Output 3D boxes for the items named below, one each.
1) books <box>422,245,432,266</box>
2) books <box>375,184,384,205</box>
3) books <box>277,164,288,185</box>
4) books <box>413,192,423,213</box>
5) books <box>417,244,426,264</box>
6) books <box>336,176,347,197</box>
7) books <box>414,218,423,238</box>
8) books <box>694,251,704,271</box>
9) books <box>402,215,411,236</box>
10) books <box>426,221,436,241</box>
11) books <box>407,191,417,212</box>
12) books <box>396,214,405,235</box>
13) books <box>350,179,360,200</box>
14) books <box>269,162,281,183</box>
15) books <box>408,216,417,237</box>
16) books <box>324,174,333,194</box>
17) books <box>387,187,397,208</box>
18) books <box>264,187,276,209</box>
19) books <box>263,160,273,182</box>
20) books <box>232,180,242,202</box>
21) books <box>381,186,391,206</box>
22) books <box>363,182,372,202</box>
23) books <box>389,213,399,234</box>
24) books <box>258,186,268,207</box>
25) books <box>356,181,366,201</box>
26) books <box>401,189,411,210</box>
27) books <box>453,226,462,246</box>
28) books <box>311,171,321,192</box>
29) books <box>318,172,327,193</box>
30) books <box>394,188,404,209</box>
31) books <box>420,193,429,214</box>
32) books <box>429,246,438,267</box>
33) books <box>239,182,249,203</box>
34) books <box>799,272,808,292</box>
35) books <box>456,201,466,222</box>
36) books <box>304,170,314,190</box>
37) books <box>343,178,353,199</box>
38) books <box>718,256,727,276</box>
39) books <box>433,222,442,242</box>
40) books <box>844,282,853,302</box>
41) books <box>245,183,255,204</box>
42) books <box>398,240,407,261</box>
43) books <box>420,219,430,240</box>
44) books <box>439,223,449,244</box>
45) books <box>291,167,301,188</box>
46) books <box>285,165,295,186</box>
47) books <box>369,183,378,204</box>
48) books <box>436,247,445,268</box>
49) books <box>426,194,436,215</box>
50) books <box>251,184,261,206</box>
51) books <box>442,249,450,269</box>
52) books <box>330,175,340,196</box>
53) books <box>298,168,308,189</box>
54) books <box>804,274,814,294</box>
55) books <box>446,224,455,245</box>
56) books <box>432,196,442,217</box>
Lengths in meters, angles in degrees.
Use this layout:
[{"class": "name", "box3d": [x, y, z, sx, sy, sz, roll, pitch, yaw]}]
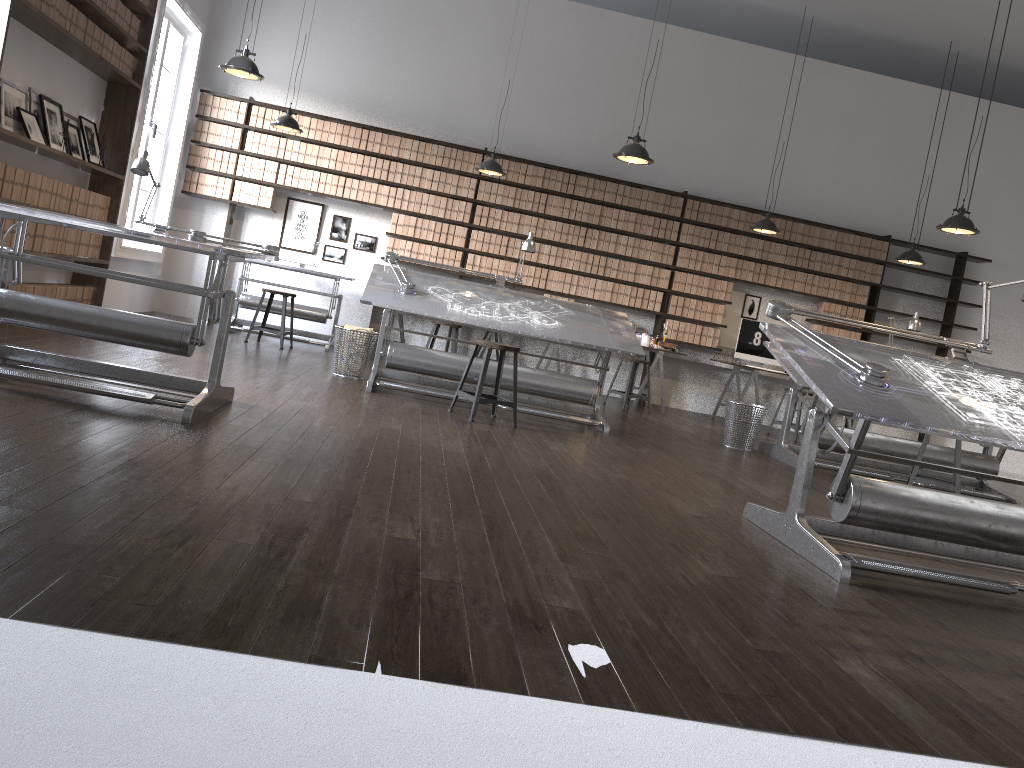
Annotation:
[{"class": "books", "box3d": [-0.943, -1.426, 9.833, 0.066, 0.225, 0.175, 11, 3, -7]}, {"class": "books", "box3d": [-1.454, -2.071, 9.752, 0.066, 0.225, 0.175, 11, 3, -7]}, {"class": "books", "box3d": [-2.490, -2.265, 9.635, 0.066, 0.225, 0.175, 11, 3, -7]}, {"class": "books", "box3d": [-1.037, -2.000, 9.798, 0.066, 0.225, 0.175, 11, 3, -7]}, {"class": "books", "box3d": [-1.012, -1.439, 9.829, 0.066, 0.225, 0.175, 11, 3, -7]}, {"class": "books", "box3d": [-1.865, -2.148, 9.702, 0.067, 0.225, 0.175, 11, 3, -7]}, {"class": "books", "box3d": [-1.037, -1.719, 9.812, 0.066, 0.225, 0.175, 11, 3, -7]}, {"class": "books", "box3d": [2.117, -1.407, 10.148, 0.066, 0.225, 0.175, 11, 3, -7]}, {"class": "books", "box3d": [-1.168, -1.743, 9.797, 0.066, 0.225, 0.175, 11, 3, -7]}, {"class": "books", "box3d": [-0.898, -1.692, 9.824, 0.066, 0.225, 0.175, 11, 3, -7]}, {"class": "books", "box3d": [-1.105, -2.013, 9.793, 0.066, 0.225, 0.175, 11, 3, -7]}, {"class": "books", "box3d": [-1.229, -1.754, 9.788, 0.066, 0.225, 0.175, 11, 3, -7]}, {"class": "books", "box3d": [-1.723, -2.121, 9.719, 0.066, 0.225, 0.175, 11, 3, -7]}, {"class": "books", "box3d": [-2.575, -2.288, 9.621, 0.067, 0.225, 0.175, 11, 3, -7]}, {"class": "books", "box3d": [-1.102, -1.730, 9.799, 0.067, 0.225, 0.175, 11, 3, -7]}, {"class": "books", "box3d": [-2.002, -2.174, 9.690, 0.066, 0.225, 0.175, 11, 3, -7]}, {"class": "books", "box3d": [-1.321, -2.046, 9.763, 0.067, 0.225, 0.175, 11, 3, -7]}, {"class": "books", "box3d": [-2.630, -2.017, 9.634, 0.066, 0.225, 0.175, 11, 3, -7]}, {"class": "books", "box3d": [-2.637, -2.300, 9.619, 0.066, 0.225, 0.175, 11, 3, -7]}, {"class": "books", "box3d": [-2.963, -2.080, 9.593, 0.067, 0.225, 0.175, 11, 3, -7]}, {"class": "books", "box3d": [-1.392, -2.059, 9.757, 0.066, 0.225, 0.175, 11, 3, -7]}, {"class": "books", "box3d": [-1.585, -2.096, 9.738, 0.066, 0.225, 0.175, 11, 3, -7]}, {"class": "books", "box3d": [-1.300, -1.768, 9.778, 0.067, 0.225, 0.175, 11, 3, -7]}, {"class": "books", "box3d": [-2.698, -2.030, 9.628, 0.066, 0.225, 0.175, 11, 3, -7]}, {"class": "books", "box3d": [-1.654, -2.109, 9.731, 0.066, 0.225, 0.175, 11, 3, -7]}, {"class": "books", "box3d": [-1.173, -2.025, 9.781, 0.066, 0.225, 0.175, 11, 3, -7]}, {"class": "books", "box3d": [-0.610, -1.638, 9.858, 0.066, 0.225, 0.175, 11, 3, -7]}, {"class": "books", "box3d": [-2.134, -2.198, 9.671, 0.066, 0.225, 0.175, 11, 3, -7]}, {"class": "books", "box3d": [-2.063, -2.185, 9.679, 0.067, 0.225, 0.175, 11, 3, -7]}, {"class": "books", "box3d": [-1.243, -2.038, 9.770, 0.066, 0.225, 0.175, 11, 3, -7]}, {"class": "books", "box3d": [-0.968, -1.987, 9.802, 0.067, 0.225, 0.175, 11, 3, -7]}, {"class": "books", "box3d": [-0.872, -1.412, 9.838, 0.066, 0.225, 0.175, 11, 3, -7]}, {"class": "books", "box3d": [-2.892, -2.066, 9.603, 0.066, 0.225, 0.175, 11, 3, -7]}, {"class": "books", "box3d": [3.345, -1.177, 10.281, 0.067, 0.225, 0.175, 11, 3, -7]}, {"class": "books", "box3d": [-0.567, -1.912, 9.847, 0.066, 0.225, 0.175, 11, 3, -7]}, {"class": "books", "box3d": [-2.205, -2.212, 9.667, 0.066, 0.225, 0.175, 11, 3, -7]}, {"class": "books", "box3d": [-1.793, -2.135, 9.716, 0.066, 0.225, 0.175, 11, 3, -7]}, {"class": "books", "box3d": [2.393, -1.355, 10.179, 0.066, 0.225, 0.175, 11, 3, -7]}, {"class": "books", "box3d": [-0.830, -1.680, 9.836, 0.066, 0.225, 0.175, 11, 3, -7]}, {"class": "books", "box3d": [3.888, -1.075, 10.342, 0.067, 0.225, 0.175, 11, 3, -7]}, {"class": "books", "box3d": [-2.831, -2.055, 9.611, 0.066, 0.225, 0.175, 11, 3, -7]}, {"class": "books", "box3d": [-1.219, -1.477, 9.802, 0.066, 0.225, 0.175, 11, 3, -7]}, {"class": "books", "box3d": [-0.968, -1.706, 9.820, 0.066, 0.225, 0.175, 11, 3, -7]}, {"class": "books", "box3d": [-0.756, -1.665, 9.839, 0.067, 0.225, 0.175, 11, 3, -7]}, {"class": "books", "box3d": [-2.341, -2.238, 9.653, 0.066, 0.225, 0.175, 11, 3, -7]}, {"class": "books", "box3d": [-2.409, -2.250, 9.642, 0.067, 0.225, 0.175, 11, 3, -7]}, {"class": "books", "box3d": [-1.519, -2.083, 9.740, 0.067, 0.225, 0.175, 11, 3, -7]}, {"class": "books", "box3d": [-0.802, -1.399, 9.845, 0.067, 0.225, 0.175, 11, 3, -7]}, {"class": "books", "box3d": [-0.897, -1.974, 9.812, 0.066, 0.225, 0.175, 11, 3, -7]}, {"class": "books", "box3d": [-2.766, -2.042, 9.614, 0.067, 0.225, 0.175, 11, 3, -7]}, {"class": "books", "box3d": [-0.740, -1.388, 9.857, 0.066, 0.225, 0.175, 11, 3, -7]}, {"class": "books", "box3d": [-1.938, -2.162, 9.700, 0.066, 0.225, 0.175, 11, 3, -7]}, {"class": "books", "box3d": [-2.273, -2.225, 9.663, 0.066, 0.225, 0.175, 11, 3, -7]}, {"class": "books", "box3d": [3.415, -1.164, 10.289, 0.066, 0.225, 0.175, 11, 3, -7]}, {"class": "books", "box3d": [-0.684, -1.652, 9.852, 0.066, 0.225, 0.175, 11, 3, -7]}, {"class": "books", "box3d": [-0.836, -1.962, 9.820, 0.066, 0.225, 0.175, 11, 3, -7]}]
